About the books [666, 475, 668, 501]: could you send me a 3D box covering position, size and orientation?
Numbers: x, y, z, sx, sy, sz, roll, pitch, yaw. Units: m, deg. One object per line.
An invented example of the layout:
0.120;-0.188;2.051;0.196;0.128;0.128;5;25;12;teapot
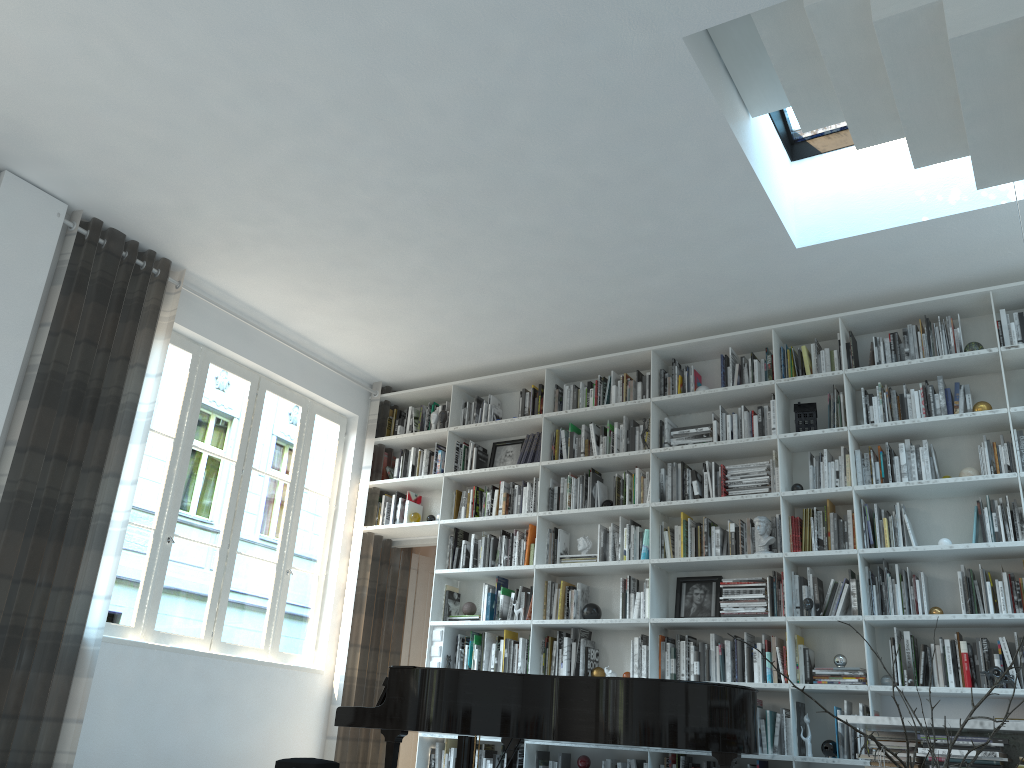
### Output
1.071;0.738;5.948;0.027;0.227;0.148;-9;-25;30;books

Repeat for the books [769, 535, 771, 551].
1.600;0.992;5.479;0.012;0.205;0.146;-9;-25;30;books

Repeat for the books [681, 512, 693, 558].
1.133;1.006;5.738;0.014;0.316;0.188;-9;-25;30;books

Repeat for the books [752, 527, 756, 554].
1.527;1.007;5.527;0.022;0.206;0.114;-9;-25;30;books

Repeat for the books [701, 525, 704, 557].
1.248;1.037;5.688;0.025;0.235;0.137;-9;-25;30;books

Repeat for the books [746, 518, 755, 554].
1.500;0.980;5.535;0.025;0.257;0.151;-9;-25;30;books

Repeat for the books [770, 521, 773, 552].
1.622;0.978;5.488;0.021;0.241;0.103;-9;-25;30;books

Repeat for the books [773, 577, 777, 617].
1.606;1.304;5.337;0.013;0.255;0.163;-9;-25;30;books

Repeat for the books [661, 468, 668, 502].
1.041;0.719;5.956;0.026;0.266;0.171;-9;-25;30;books

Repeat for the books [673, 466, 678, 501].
1.115;0.703;5.902;0.025;0.265;0.186;-9;-25;30;books

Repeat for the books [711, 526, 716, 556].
1.309;1.033;5.640;0.024;0.215;0.176;-9;-25;30;books

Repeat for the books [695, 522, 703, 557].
1.222;1.037;5.722;0.028;0.258;0.135;-9;-25;30;books

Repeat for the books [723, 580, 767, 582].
1.446;1.230;5.467;0.254;0.012;0.161;-8;-25;27;books

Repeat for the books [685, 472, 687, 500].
1.181;0.712;5.872;0.014;0.232;0.147;-9;-25;30;books

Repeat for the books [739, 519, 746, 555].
1.454;0.986;5.541;0.012;0.244;0.186;-9;-25;30;books

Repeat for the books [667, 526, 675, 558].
1.065;1.064;5.793;0.042;0.241;0.162;-9;-25;30;books

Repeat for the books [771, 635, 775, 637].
1.559;1.637;5.231;0.010;0.282;0.132;-9;-25;30;books

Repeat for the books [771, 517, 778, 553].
1.633;0.960;5.466;0.025;0.258;0.131;-9;-25;30;books

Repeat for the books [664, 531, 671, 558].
1.042;1.078;5.787;0.053;0.208;0.156;-9;-25;30;books

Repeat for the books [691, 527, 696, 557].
1.196;1.053;5.724;0.024;0.227;0.148;-9;-25;30;books

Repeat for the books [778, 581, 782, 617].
1.628;1.313;5.326;0.013;0.231;0.134;-9;-25;30;books

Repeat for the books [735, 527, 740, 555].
1.440;1.014;5.551;0.029;0.199;0.179;-9;-25;30;books

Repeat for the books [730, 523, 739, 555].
1.415;1.006;5.568;0.029;0.223;0.186;-9;-25;30;books

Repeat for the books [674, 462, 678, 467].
1.114;0.693;5.941;0.014;0.311;0.134;-9;-25;30;books

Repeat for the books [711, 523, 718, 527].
1.302;1.024;5.666;0.011;0.250;0.131;-9;-25;30;books

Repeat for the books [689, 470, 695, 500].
1.202;0.705;5.857;0.011;0.238;0.148;-9;-25;30;books

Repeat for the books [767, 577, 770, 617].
1.571;1.307;5.347;0.012;0.253;0.161;-9;-25;30;books

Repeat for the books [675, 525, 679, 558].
1.099;1.060;5.784;0.026;0.247;0.139;-9;-25;30;books

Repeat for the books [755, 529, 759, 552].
1.545;0.977;5.521;0.024;0.258;0.127;-9;-25;30;books

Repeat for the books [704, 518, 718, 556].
1.272;1.009;5.657;0.028;0.266;0.190;-9;-25;30;books

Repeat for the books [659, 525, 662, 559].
1.006;1.071;5.835;0.012;0.253;0.161;-9;-25;30;books

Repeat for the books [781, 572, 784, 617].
1.647;1.280;5.303;0.011;0.278;0.186;-9;-25;30;books

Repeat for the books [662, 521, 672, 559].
1.021;1.060;5.842;0.010;0.280;0.140;-9;-25;30;books

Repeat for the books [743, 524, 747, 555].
1.488;1.004;5.557;0.025;0.229;0.143;-9;-25;30;books

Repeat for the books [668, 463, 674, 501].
1.087;0.697;5.933;0.026;0.296;0.180;-9;-25;30;books

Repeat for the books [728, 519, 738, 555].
1.397;1.000;5.602;0.014;0.257;0.162;-9;-25;30;books

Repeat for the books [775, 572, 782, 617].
1.616;1.287;5.336;0.011;0.287;0.152;-9;-25;30;books

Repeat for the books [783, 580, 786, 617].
1.660;1.296;5.275;0.034;0.228;0.200;-9;-25;30;books

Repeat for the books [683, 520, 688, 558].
1.144;1.027;5.721;0.015;0.265;0.190;-9;-25;30;books

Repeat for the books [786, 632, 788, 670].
1.633;1.613;5.183;0.011;0.299;0.149;-9;-25;30;books

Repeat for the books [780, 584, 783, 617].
1.641;1.317;5.313;0.021;0.216;0.132;-9;-25;30;books

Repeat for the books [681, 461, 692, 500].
1.162;0.684;5.893;0.011;0.299;0.180;-9;-25;30;books

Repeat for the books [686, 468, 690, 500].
1.191;0.701;5.865;0.014;0.249;0.173;-9;-25;30;books

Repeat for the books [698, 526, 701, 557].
1.228;1.041;5.690;0.012;0.227;0.170;-9;-25;30;books

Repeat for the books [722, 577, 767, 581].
1.446;1.218;5.470;0.254;0.012;0.161;-12;-27;33;books

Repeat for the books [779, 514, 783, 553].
1.669;0.949;5.440;0.014;0.265;0.154;-9;-25;30;books

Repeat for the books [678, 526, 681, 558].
1.119;1.057;5.764;0.029;0.239;0.156;-9;-25;30;books

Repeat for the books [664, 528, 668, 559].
1.028;1.080;5.827;0.011;0.234;0.142;-9;-25;30;books

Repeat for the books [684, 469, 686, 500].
1.171;0.705;5.881;0.011;0.251;0.153;-9;-25;30;books

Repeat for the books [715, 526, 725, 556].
1.333;1.030;5.627;0.030;0.214;0.169;-9;-25;30;books

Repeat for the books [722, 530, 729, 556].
1.373;1.036;5.614;0.050;0.198;0.146;-9;-25;30;books

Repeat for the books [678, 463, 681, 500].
1.149;0.692;5.908;0.029;0.294;0.151;-9;-25;30;books

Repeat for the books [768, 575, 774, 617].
1.580;1.301;5.340;0.011;0.259;0.185;-9;-25;30;books

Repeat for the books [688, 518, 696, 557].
1.171;1.023;5.724;0.010;0.279;0.171;-9;-25;30;books

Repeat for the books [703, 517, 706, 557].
1.262;1.010;5.681;0.013;0.282;0.177;-9;-25;30;books

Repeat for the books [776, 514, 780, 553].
1.661;0.952;5.465;0.025;0.278;0.108;-9;-25;30;books

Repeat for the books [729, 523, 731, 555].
1.404;1.008;5.588;0.010;0.233;0.175;-9;-25;30;books
